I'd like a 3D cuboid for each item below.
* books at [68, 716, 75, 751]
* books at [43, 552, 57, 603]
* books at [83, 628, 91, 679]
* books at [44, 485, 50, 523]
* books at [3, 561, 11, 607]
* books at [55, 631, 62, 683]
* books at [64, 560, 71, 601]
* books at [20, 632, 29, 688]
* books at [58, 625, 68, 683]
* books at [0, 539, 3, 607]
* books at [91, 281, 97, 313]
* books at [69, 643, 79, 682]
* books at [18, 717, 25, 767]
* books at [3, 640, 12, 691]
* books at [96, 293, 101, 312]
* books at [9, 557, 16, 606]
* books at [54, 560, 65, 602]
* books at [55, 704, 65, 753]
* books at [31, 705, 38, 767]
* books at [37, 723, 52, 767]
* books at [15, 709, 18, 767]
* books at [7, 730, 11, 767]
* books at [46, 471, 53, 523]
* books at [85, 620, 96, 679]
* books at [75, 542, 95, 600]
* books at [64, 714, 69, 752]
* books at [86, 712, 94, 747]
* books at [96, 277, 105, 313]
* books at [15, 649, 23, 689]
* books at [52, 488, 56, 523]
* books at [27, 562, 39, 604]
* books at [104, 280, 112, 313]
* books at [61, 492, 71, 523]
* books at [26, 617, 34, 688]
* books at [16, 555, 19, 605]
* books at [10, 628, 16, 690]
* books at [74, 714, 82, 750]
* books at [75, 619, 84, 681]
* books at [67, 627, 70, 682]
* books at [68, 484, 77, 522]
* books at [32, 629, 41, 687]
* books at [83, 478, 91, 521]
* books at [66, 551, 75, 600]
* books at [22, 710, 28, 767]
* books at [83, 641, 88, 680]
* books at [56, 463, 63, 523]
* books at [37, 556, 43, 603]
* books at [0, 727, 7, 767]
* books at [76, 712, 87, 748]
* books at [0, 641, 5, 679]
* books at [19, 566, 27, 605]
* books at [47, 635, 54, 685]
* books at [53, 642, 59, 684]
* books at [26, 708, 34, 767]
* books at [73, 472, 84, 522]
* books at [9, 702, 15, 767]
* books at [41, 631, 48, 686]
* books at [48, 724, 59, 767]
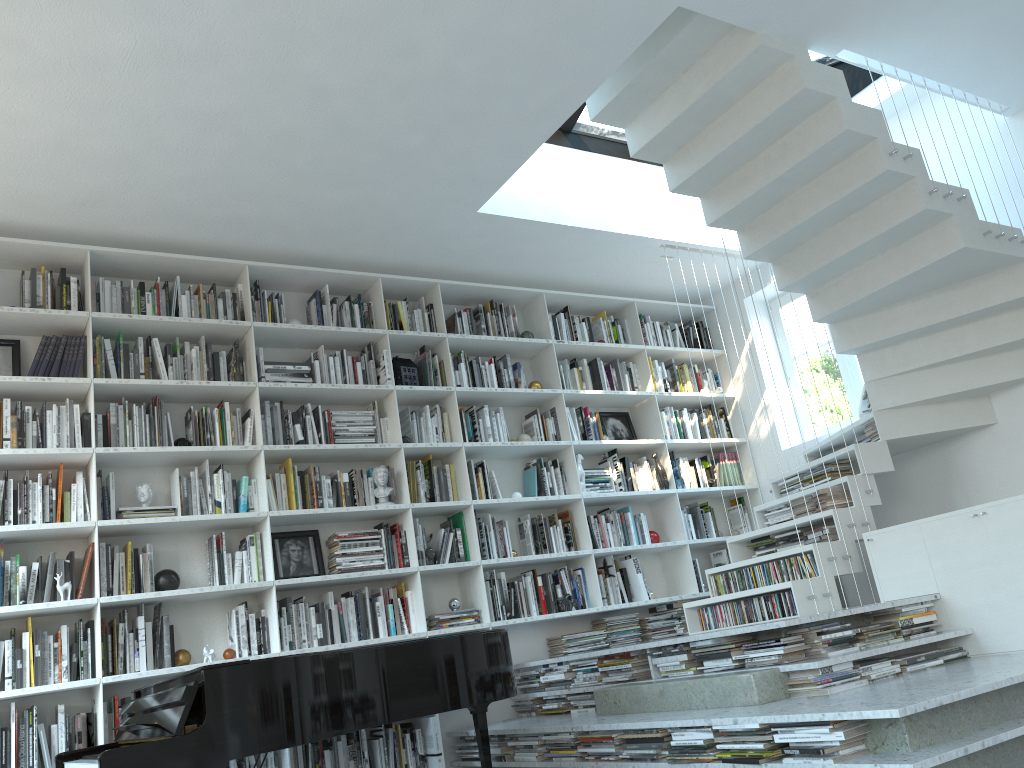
[{"bbox_3d":[-2.064,1.672,4.135,0.030,0.226,0.140,1,-20,-32],"label":"books"},{"bbox_3d":[-2.242,0.953,4.289,0.060,0.254,0.159,1,-20,-32],"label":"books"},{"bbox_3d":[-2.044,1.307,4.266,0.010,0.239,0.175,1,-20,-32],"label":"books"},{"bbox_3d":[-2.312,0.628,4.395,0.021,0.220,0.149,1,-20,-32],"label":"books"},{"bbox_3d":[-2.400,0.967,4.206,0.030,0.230,0.148,1,-20,-32],"label":"books"},{"bbox_3d":[-2.153,1.305,4.210,0.010,0.245,0.160,1,-20,-32],"label":"books"},{"bbox_3d":[-2.178,0.977,4.324,0.027,0.209,0.144,1,-20,-32],"label":"books"},{"bbox_3d":[-2.270,1.296,4.130,0.026,0.253,0.177,1,-20,-32],"label":"books"},{"bbox_3d":[-2.133,1.291,4.208,0.021,0.264,0.186,1,-20,-32],"label":"books"},{"bbox_3d":[-2.422,0.915,4.205,0.011,0.335,0.154,1,-20,-32],"label":"books"},{"bbox_3d":[-2.287,-0.418,4.822,0.029,0.236,0.156,1,-20,-32],"label":"books"},{"bbox_3d":[-2.099,1.338,4.234,0.041,0.181,0.142,1,-20,-32],"label":"books"},{"bbox_3d":[-2.234,1.652,4.026,0.029,0.253,0.153,1,-20,-32],"label":"books"},{"bbox_3d":[-2.326,1.306,4.089,0.027,0.229,0.159,1,-20,-32],"label":"books"},{"bbox_3d":[-2.268,-0.387,4.840,0.024,0.182,0.134,1,-20,-32],"label":"books"},{"bbox_3d":[-2.375,0.957,4.217,0.022,0.248,0.129,1,-20,-32],"label":"books"},{"bbox_3d":[-2.197,0.974,4.301,0.030,0.207,0.173,1,-20,-32],"label":"books"},{"bbox_3d":[-2.097,1.639,4.117,0.025,0.287,0.131,1,-20,-32],"label":"books"},{"bbox_3d":[-2.183,1.627,4.051,0.013,0.300,0.173,1,-20,-32],"label":"books"},{"bbox_3d":[-2.147,1.668,4.060,0.059,0.215,0.178,1,-20,-32],"label":"books"},{"bbox_3d":[-2.245,1.626,4.007,0.012,0.294,0.177,1,-20,-32],"label":"books"},{"bbox_3d":[-2.267,1.670,3.990,0.013,0.208,0.155,1,-20,-32],"label":"books"},{"bbox_3d":[-2.305,0.596,4.419,0.015,0.292,0.144,1,-20,-32],"label":"books"},{"bbox_3d":[-2.044,1.296,4.298,0.024,0.279,0.136,1,-20,-32],"label":"books"},{"bbox_3d":[-2.101,0.935,4.345,0.082,0.275,0.229,1,-20,-32],"label":"books"},{"bbox_3d":[-2.065,1.653,4.098,0.011,0.239,0.175,1,-20,-32],"label":"books"},{"bbox_3d":[-1.990,1.667,4.166,0.030,0.230,0.151,1,-20,-32],"label":"books"},{"bbox_3d":[-2.261,-0.428,4.874,0.021,0.278,0.141,1,-20,-32],"label":"books"},{"bbox_3d":[-2.282,1.326,4.097,0.029,0.181,0.190,1,-20,-32],"label":"books"},{"bbox_3d":[-2.279,0.633,4.402,0.013,0.202,0.162,1,-20,-32],"label":"books"},{"bbox_3d":[-2.307,0.976,4.256,0.056,0.213,0.143,1,-20,-32],"label":"books"},{"bbox_3d":[-2.227,-0.423,4.869,0.031,0.254,0.146,1,-20,-32],"label":"books"},{"bbox_3d":[-2.231,0.645,4.432,0.030,0.183,0.152,1,-20,-32],"label":"books"},{"bbox_3d":[-2.256,1.263,4.149,0.021,0.321,0.172,1,-20,-32],"label":"books"},{"bbox_3d":[-2.352,0.950,4.211,0.011,0.249,0.172,1,-20,-32],"label":"books"},{"bbox_3d":[-2.312,1.281,4.107,0.014,0.281,0.150,1,-20,-32],"label":"books"},{"bbox_3d":[-2.020,1.658,4.116,0.023,0.227,0.190,1,-20,-32],"label":"books"},{"bbox_3d":[-2.074,1.282,4.248,0.014,0.285,0.180,1,-20,-32],"label":"books"},{"bbox_3d":[-2.128,1.300,4.231,0.013,0.259,0.143,1,-20,-32],"label":"books"},{"bbox_3d":[-2.209,0.627,4.455,0.031,0.222,0.145,1,-20,-32],"label":"books"},{"bbox_3d":[-2.226,1.291,4.147,0.028,0.259,0.181,1,-20,-32],"label":"books"},{"bbox_3d":[-2.163,0.615,4.496,0.036,0.257,0.123,1,-20,-32],"label":"books"},{"bbox_3d":[-2.162,0.959,4.345,0.021,0.250,0.154,1,-20,-32],"label":"books"},{"bbox_3d":[-2.220,1.640,4.044,0.013,0.283,0.139,1,-20,-32],"label":"books"},{"bbox_3d":[-2.067,1.341,4.270,0.023,0.186,0.131,1,-20,-32],"label":"books"},{"bbox_3d":[-2.269,0.577,4.433,0.035,0.324,0.170,1,-20,-32],"label":"books"},{"bbox_3d":[-2.280,0.963,4.279,0.013,0.241,0.142,1,-20,-32],"label":"books"},{"bbox_3d":[-2.286,1.663,3.982,0.028,0.224,0.134,1,-20,-32],"label":"books"},{"bbox_3d":[-2.019,1.667,4.159,0.026,0.235,0.141,1,-20,-32],"label":"books"},{"bbox_3d":[-2.365,1.311,4.084,0.045,0.229,0.138,1,-20,-32],"label":"books"},{"bbox_3d":[-2.324,0.975,4.204,0.029,0.189,0.189,1,-20,-32],"label":"books"},{"bbox_3d":[-2.188,1.313,4.187,0.025,0.228,0.153,1,-20,-32],"label":"books"},{"bbox_3d":[-2.166,1.331,4.198,0.023,0.193,0.140,1,-20,-32],"label":"books"},{"bbox_3d":[-2.199,1.633,4.045,0.022,0.290,0.138,1,-20,-32],"label":"books"},{"bbox_3d":[-2.192,0.600,4.483,0.027,0.285,0.148,1,-20,-32],"label":"books"},{"bbox_3d":[-2.254,1.609,3.998,0.014,0.324,0.171,1,-20,-32],"label":"books"},{"bbox_3d":[-2.204,1.298,4.164,0.028,0.248,0.159,1,-20,-32],"label":"books"},{"bbox_3d":[-2.118,1.681,4.097,0.030,0.202,0.142,1,-20,-32],"label":"books"}]
